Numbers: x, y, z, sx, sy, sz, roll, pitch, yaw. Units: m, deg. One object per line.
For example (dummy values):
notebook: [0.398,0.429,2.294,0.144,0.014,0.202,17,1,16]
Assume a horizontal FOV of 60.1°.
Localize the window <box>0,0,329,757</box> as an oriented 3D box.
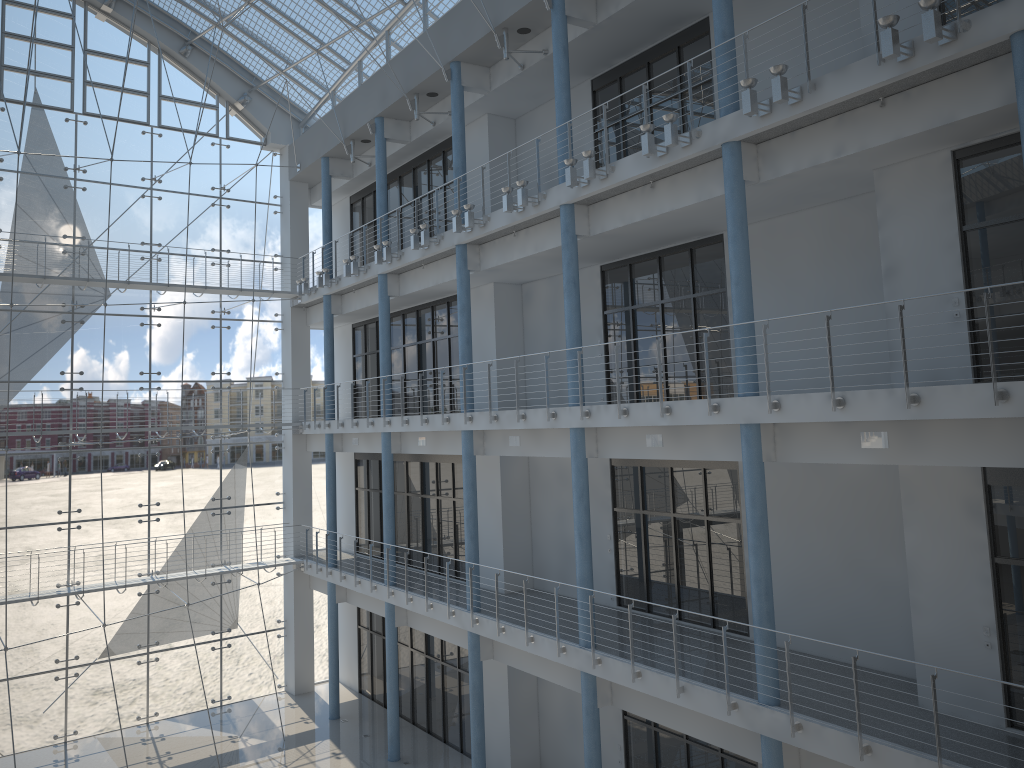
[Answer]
window: [-2.225,-0.174,2.608,3.844,2.793,0.010,1,-7,-38]
